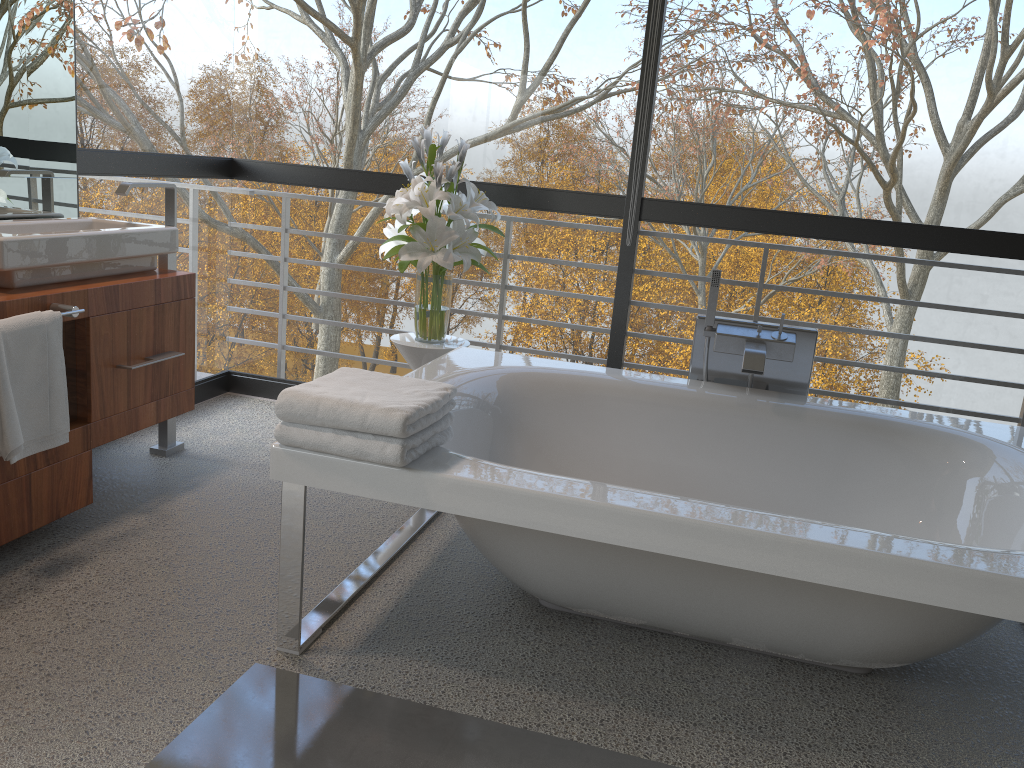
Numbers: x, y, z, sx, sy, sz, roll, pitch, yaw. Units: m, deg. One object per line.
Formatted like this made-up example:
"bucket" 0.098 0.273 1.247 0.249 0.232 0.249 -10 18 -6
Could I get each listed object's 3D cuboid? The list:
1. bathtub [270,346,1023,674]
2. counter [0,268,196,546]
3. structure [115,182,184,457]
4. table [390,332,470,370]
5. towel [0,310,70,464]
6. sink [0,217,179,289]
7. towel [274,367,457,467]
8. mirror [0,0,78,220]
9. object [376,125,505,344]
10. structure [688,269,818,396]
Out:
"bathtub" 0.553 0.383 2.423 1.959 0.503 1.330 9 14 14
"counter" -1.523 0.127 2.256 0.525 0.703 1.852 9 14 14
"structure" -1.278 -0.207 3.135 0.069 0.986 0.304 8 13 14
"table" -0.335 0.064 3.460 0.307 0.477 0.308 5 13 -2
"towel" -1.231 0.010 2.230 0.079 0.368 0.303 9 14 14
"sink" -1.386 -0.462 2.676 0.352 0.265 0.751 9 14 14
"towel" -0.325 0.076 2.037 0.322 0.145 0.306 9 14 17
"mirror" -1.788 -1.047 2.112 0.253 1.614 1.793 8 14 14
"object" -0.292 -0.553 3.314 0.450 0.794 0.460 17 17 40
"structure" 0.770 0.086 2.943 0.402 0.883 0.330 9 13 14
